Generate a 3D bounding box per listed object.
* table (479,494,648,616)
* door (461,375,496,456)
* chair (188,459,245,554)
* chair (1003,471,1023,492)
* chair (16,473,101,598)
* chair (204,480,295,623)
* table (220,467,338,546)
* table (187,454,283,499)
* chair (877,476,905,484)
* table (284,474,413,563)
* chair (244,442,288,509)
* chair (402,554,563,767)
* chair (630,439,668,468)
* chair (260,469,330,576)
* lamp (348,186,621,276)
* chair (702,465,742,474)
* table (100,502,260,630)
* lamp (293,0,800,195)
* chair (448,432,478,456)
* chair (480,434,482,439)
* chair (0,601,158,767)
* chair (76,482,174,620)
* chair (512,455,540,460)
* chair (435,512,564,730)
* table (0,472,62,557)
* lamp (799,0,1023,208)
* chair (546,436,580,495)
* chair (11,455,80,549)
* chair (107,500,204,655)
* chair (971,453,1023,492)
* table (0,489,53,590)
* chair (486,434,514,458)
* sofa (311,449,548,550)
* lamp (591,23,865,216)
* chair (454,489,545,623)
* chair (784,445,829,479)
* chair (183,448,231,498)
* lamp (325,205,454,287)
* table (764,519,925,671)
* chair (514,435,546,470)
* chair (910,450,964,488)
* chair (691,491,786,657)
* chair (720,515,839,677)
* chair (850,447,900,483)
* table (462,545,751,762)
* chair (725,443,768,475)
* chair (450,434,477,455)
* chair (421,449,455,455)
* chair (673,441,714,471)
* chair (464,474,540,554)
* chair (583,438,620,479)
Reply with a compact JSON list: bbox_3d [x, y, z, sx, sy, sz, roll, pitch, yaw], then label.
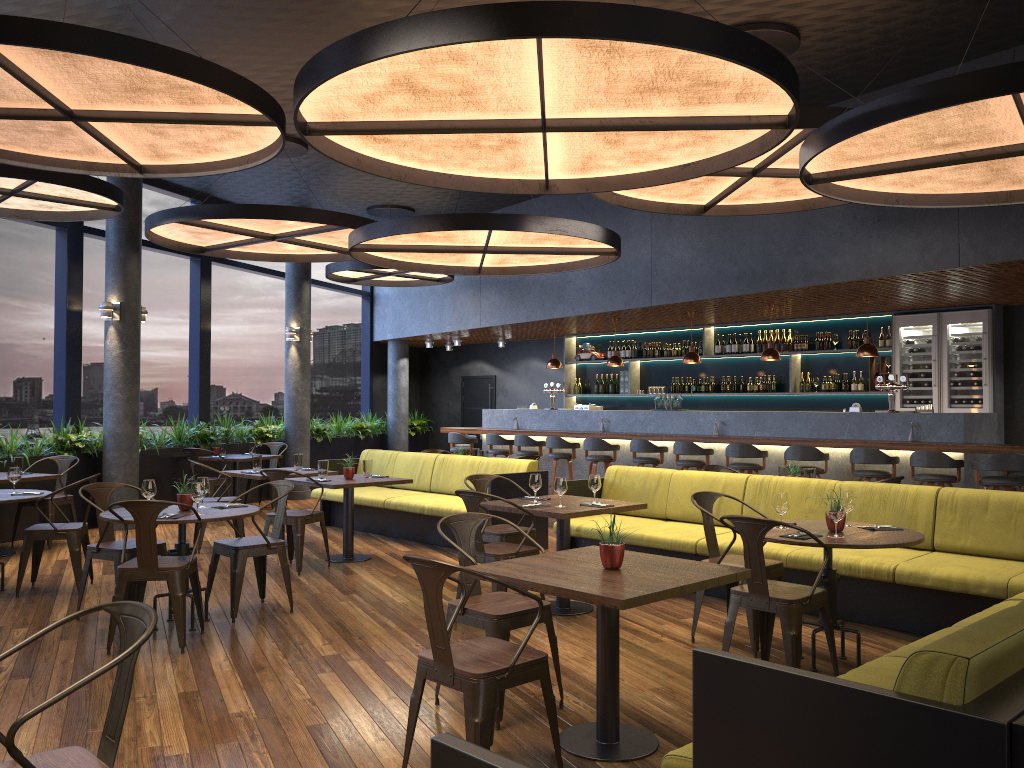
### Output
[{"bbox_3d":[0.355,1.249,6.460,0.906,0.763,0.887,1,-2,-44],"label":"table"},{"bbox_3d":[-0.662,0.861,17.708,0.137,2.056,1.012,1,-2,-44],"label":"door"},{"bbox_3d":[-3.017,1.221,9.030,0.541,0.917,0.504,1,-1,-25],"label":"chair"},{"bbox_3d":[5.086,1.170,8.740,0.483,1.048,0.438,0,-1,17],"label":"chair"},{"bbox_3d":[-3.563,1.173,7.024,0.541,0.917,0.504,0,-1,-14],"label":"chair"},{"bbox_3d":[-1.835,1.161,6.315,0.541,0.917,0.504,1,-2,-44],"label":"chair"},{"bbox_3d":[-2.480,1.310,9.422,0.906,0.763,0.887,1,-2,-44],"label":"table"},{"bbox_3d":[-3.787,1.370,12.141,0.887,0.763,0.906,0,-1,20],"label":"table"},{"bbox_3d":[2.893,1.194,7.213,0.504,0.917,0.541,1,-2,-44],"label":"chair"},{"bbox_3d":[-1.580,1.291,8.490,0.887,0.763,0.906,1,-2,-44],"label":"table"},{"bbox_3d":[-3.516,1.306,12.755,0.504,0.917,0.541,0,-1,11],"label":"chair"},{"bbox_3d":[-0.141,1.098,3.433,0.541,0.917,0.504,1,-2,-44],"label":"chair"},{"bbox_3d":[1.744,1.220,11.284,0.483,1.048,0.438,0,-1,17],"label":"chair"},{"bbox_3d":[-1.952,1.197,7.892,0.504,0.917,0.541,0,-1,23],"label":"chair"},{"bbox_3d":[-0.274,-2.051,9.159,2.778,1.475,2.778,0,-1,11],"label":"lamp"},{"bbox_3d":[2.030,1.212,8.110,0.504,0.917,0.541,1,-2,-44],"label":"chair"},{"bbox_3d":[-2.213,1.230,5.943,1.007,0.760,1.007,-1,-2,34],"label":"table"},{"bbox_3d":[0.184,-2.144,5.079,2.778,1.475,2.778,0,-1,5],"label":"lamp"},{"bbox_3d":[-0.758,1.272,13.802,0.483,1.048,0.438,0,-1,17],"label":"chair"},{"bbox_3d":[-0.329,1.307,15.262,0.438,1.048,0.483,0,-1,17],"label":"chair"},{"bbox_3d":[-1.218,1.069,2.289,0.541,0.917,0.504,1,-2,-44],"label":"chair"},{"bbox_3d":[-2.702,1.155,6.163,0.541,0.917,0.504,-1,-2,28],"label":"chair"},{"bbox_3d":[0.033,1.252,10.051,0.504,0.917,0.541,1,-2,-44],"label":"chair"},{"bbox_3d":[-0.088,1.120,4.382,0.504,0.917,0.541,1,-2,-44],"label":"chair"},{"bbox_3d":[-5.120,1.286,8.674,0.887,0.763,0.906,0,-1,20],"label":"table"},{"bbox_3d":[3.234,-2.127,5.486,2.778,1.475,2.778,1,-2,-40],"label":"lamp"},{"bbox_3d":[0.687,1.241,12.274,0.438,1.048,0.483,1,-1,-15],"label":"chair"},{"bbox_3d":[-4.850,1.222,9.288,0.504,0.917,0.541,0,-1,10],"label":"chair"},{"bbox_3d":[-2.173,1.139,5.421,0.504,0.917,0.541,0,-1,-5],"label":"chair"},{"bbox_3d":[4.565,1.158,8.291,0.483,1.048,0.438,-1,-2,38],"label":"chair"},{"bbox_3d":[-4.139,1.247,6.890,1.007,0.760,1.007,-1,-2,39],"label":"table"},{"bbox_3d":[-0.155,1.261,13.240,0.483,1.048,0.438,0,-1,17],"label":"chair"},{"bbox_3d":[-1.036,1.249,9.875,0.966,0.914,3.061,1,-2,-44],"label":"sofa"},{"bbox_3d":[2.005,-2.264,7.362,2.778,1.159,2.778,0,-1,6],"label":"lamp"},{"bbox_3d":[-0.104,1.158,5.984,0.541,0.917,0.504,1,-2,-44],"label":"chair"},{"bbox_3d":[3.223,1.189,9.758,0.438,1.048,0.483,1,-2,-30],"label":"chair"},{"bbox_3d":[-3.976,1.276,11.508,0.504,0.917,0.541,0,-1,21],"label":"chair"},{"bbox_3d":[-1.891,-2.184,13.807,1.979,1.093,1.979,0,-1,10],"label":"lamp"},{"bbox_3d":[1.811,1.220,5.078,1.007,0.760,1.007,0,-1,-6],"label":"table"},{"bbox_3d":[0.268,1.252,12.819,0.483,1.048,0.438,0,-1,17],"label":"chair"},{"bbox_3d":[4.149,1.167,8.708,0.438,1.048,0.483,1,-1,-15],"label":"chair"},{"bbox_3d":[1.406,1.151,5.545,0.504,0.917,0.541,1,-2,-44],"label":"chair"},{"bbox_3d":[1.383,1.131,4.663,0.541,0.917,0.504,1,-2,-44],"label":"chair"},{"bbox_3d":[3.765,1.177,9.202,0.483,1.048,0.438,0,-1,17],"label":"chair"},{"bbox_3d":[0.411,1.189,3.883,0.887,0.763,0.906,1,-2,-44],"label":"table"},{"bbox_3d":[2.718,1.199,10.252,0.483,1.048,0.438,0,-1,6],"label":"chair"},{"bbox_3d":[-0.821,1.295,14.788,0.483,1.048,0.438,1,-1,-15],"label":"chair"},{"bbox_3d":[-0.843,1.271,10.961,0.504,0.917,0.541,1,-2,-44],"label":"chair"},{"bbox_3d":[2.179,1.209,10.754,0.438,1.048,0.483,1,-1,-15],"label":"chair"},{"bbox_3d":[-0.093,1.180,6.965,0.504,0.917,0.541,1,-2,-44],"label":"chair"},{"bbox_3d":[1.162,1.229,11.722,0.438,1.048,0.483,1,-1,-24],"label":"chair"}]
